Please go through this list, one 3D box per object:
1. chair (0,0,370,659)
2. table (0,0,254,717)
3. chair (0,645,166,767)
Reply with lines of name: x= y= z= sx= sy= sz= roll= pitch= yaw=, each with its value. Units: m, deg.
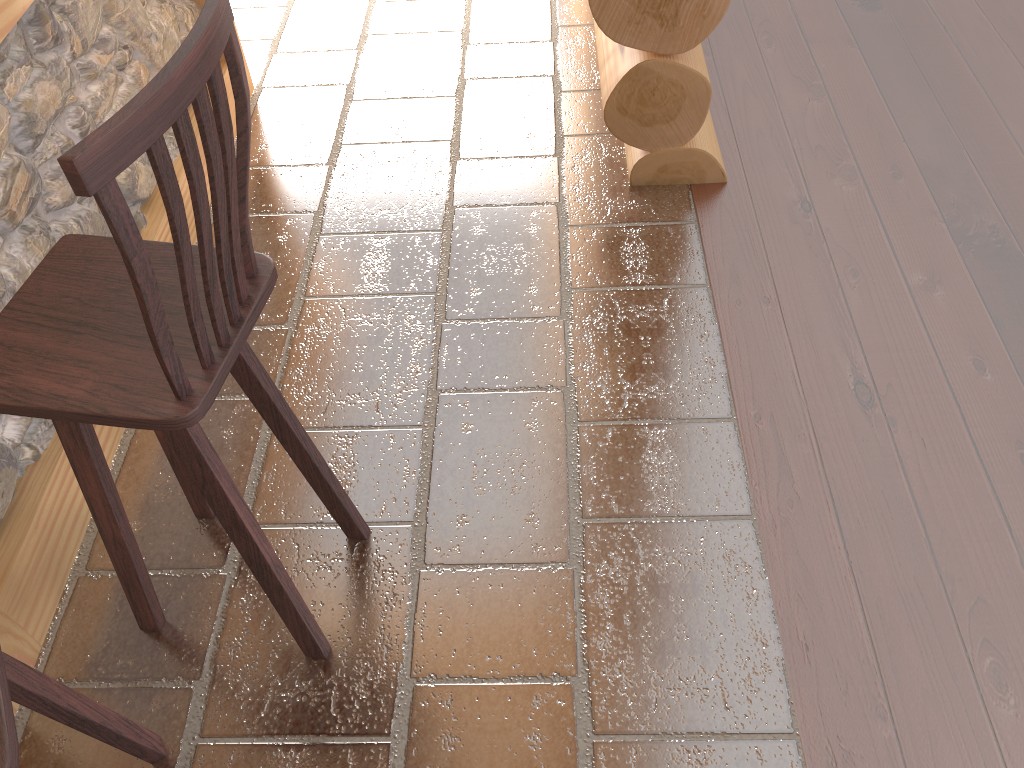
chair: x=-0.605 y=0.025 z=1.591 sx=0.504 sy=1.319 sz=0.406 roll=6 pitch=50 yaw=9
table: x=-1.535 y=-0.640 z=2.281 sx=1.196 sy=1.257 sz=3.220 roll=-1 pitch=49 yaw=3
chair: x=-0.787 y=0.528 z=1.162 sx=0.406 sy=1.319 sz=0.504 roll=-26 pitch=52 yaw=-18
